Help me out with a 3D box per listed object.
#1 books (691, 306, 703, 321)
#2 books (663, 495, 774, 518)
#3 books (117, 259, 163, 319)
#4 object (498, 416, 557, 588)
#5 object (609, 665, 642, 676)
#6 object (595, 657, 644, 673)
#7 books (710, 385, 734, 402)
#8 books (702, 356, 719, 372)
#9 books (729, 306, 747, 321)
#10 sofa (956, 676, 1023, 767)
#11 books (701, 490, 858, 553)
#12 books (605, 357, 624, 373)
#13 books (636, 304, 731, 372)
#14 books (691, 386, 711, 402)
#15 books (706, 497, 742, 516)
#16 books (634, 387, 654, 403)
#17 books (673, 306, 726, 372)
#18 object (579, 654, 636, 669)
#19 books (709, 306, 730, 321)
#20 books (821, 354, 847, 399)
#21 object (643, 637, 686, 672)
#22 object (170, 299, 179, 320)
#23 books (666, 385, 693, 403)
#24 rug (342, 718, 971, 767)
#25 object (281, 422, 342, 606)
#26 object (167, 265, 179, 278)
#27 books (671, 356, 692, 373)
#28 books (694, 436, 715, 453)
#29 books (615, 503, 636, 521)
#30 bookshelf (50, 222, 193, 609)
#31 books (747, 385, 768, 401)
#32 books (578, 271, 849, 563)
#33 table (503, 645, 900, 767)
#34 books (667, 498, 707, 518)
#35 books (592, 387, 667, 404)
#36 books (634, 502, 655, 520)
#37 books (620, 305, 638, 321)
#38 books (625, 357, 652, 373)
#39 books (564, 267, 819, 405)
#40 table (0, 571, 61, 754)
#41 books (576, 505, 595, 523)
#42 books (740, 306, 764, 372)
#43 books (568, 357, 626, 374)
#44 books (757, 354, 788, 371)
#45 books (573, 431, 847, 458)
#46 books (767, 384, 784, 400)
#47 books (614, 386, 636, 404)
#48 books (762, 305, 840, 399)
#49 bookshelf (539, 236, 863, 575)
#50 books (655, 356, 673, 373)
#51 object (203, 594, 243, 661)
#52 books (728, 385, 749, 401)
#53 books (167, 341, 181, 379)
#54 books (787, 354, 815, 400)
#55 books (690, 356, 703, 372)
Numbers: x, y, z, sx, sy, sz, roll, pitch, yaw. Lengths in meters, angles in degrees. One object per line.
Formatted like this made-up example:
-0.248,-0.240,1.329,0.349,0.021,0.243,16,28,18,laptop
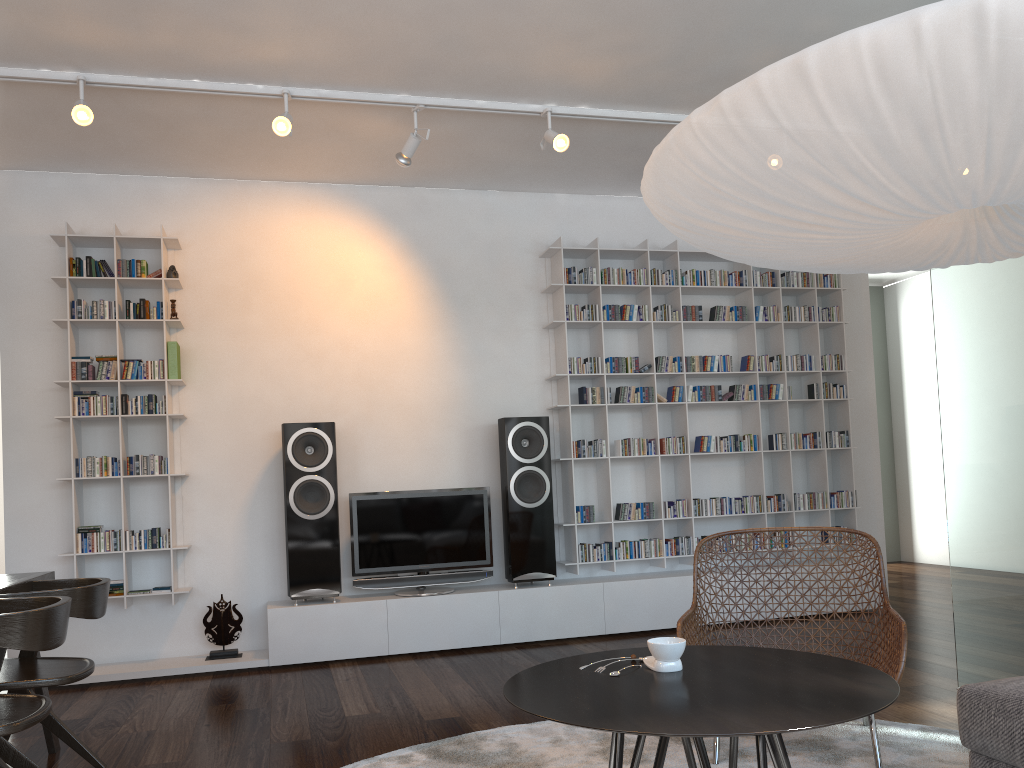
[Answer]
1.178,-0.445,5.706,0.074,0.104,0.090,-2,-4,-15,books
1.315,0.785,5.680,0.764,0.112,0.115,-1,-5,-15,books
-2.035,-0.506,4.859,0.228,0.332,0.108,-2,-3,-15,books
0.076,0.709,5.324,0.295,0.999,0.282,-2,-3,-15,object
0.272,0.677,2.098,0.026,0.010,0.124,-8,-8,41,object
0.266,0.681,2.156,0.164,0.016,0.025,3,-8,-40,object
1.348,0.066,5.724,0.163,0.106,0.090,-1,-4,-15,books
1.269,-0.124,5.713,0.118,0.107,0.090,-1,-4,-15,books
1.462,-0.449,5.783,0.132,0.104,0.100,-1,-5,-17,books
0.780,0.669,0.998,3.065,0.669,2.052,-1,-6,-15,sofa
1.753,0.896,5.791,1.132,0.348,0.115,-1,-3,-15,books
0.627,-0.111,5.541,0.132,0.104,0.100,-1,-5,-17,books
1.097,-0.286,5.678,0.620,0.437,0.101,-1,-3,-16,books
1.202,0.068,5.686,0.132,0.104,0.100,-1,-5,-17,books
1.344,0.784,5.688,0.234,0.112,0.115,-1,-5,-15,books
0.821,0.075,5.583,0.132,0.104,0.100,-1,-5,-17,books
1.192,-0.282,5.703,0.350,0.430,0.101,-2,-3,-16,books
0.238,0.687,2.188,0.168,0.015,0.015,1,-6,-28,object
1.351,-0.448,5.752,0.118,0.107,0.090,-1,-4,-15,books
2.131,-0.045,5.943,0.183,0.299,0.115,-2,-3,-15,books
0.367,0.645,2.120,0.091,0.069,0.140,-2,-6,-3,object
-1.888,-0.406,4.937,0.045,0.139,0.065,-1,-3,-24,object
1.071,0.068,5.649,0.157,0.110,0.090,-1,-4,-15,books
0.525,1.136,2.079,2.838,0.012,2.853,2,-8,-35,rug
-1.133,0.728,4.999,0.295,0.999,0.282,-2,-3,-15,object
-1.899,-0.614,4.949,0.064,0.100,0.060,0,-4,-38,object
1.073,-0.118,5.661,0.139,0.104,0.100,-1,-5,-16,books
1.238,0.388,5.677,0.118,0.107,0.090,-1,-4,-15,books
0.709,0.796,5.513,0.118,0.107,0.090,-1,-4,-15,books
-2.127,0.177,4.841,0.639,2.066,0.228,-2,-3,-15,bookshelf
1.594,0.061,5.791,0.144,0.104,0.099,-1,-5,-17,books
1.286,0.171,5.705,1.951,1.813,0.115,-1,-3,-15,books
0.414,0.896,1.961,0.846,0.470,0.852,-1,-6,-13,table
1.099,0.788,5.621,0.268,0.112,0.100,-1,-5,-16,books
0.732,0.075,5.558,0.503,0.105,0.090,-1,-4,-15,books
0.820,0.795,5.544,0.132,0.104,0.100,-1,-5,-17,books
0.731,-0.440,5.585,0.118,0.107,0.090,-1,-4,-15,books
0.796,-0.113,5.585,0.163,0.106,0.090,-1,-4,-15,books
1.166,-0.306,5.698,1.752,0.855,0.115,-1,-3,-15,books
-1.969,0.920,2.087,1.106,0.676,2.516,-1,-6,-15,table
0.437,0.802,5.441,0.132,0.104,0.100,-1,-5,-17,books
1.575,-0.291,5.804,0.156,0.430,0.090,-2,-3,-15,books
0.517,-0.109,5.512,0.383,0.104,0.102,-1,-5,-15,books
1.695,-0.131,5.829,0.232,0.112,0.102,-1,-5,-15,books
1.286,0.388,5.693,1.923,0.114,0.115,-1,-5,-15,books
1.719,0.057,5.824,0.118,0.107,0.090,-1,-4,-15,books
0.710,0.072,5.552,0.118,0.107,0.090,-1,-4,-15,books
1.931,-0.204,5.898,0.568,0.624,0.115,-2,-3,-15,books
1.252,0.122,5.750,2.084,2.066,0.228,-1,-3,-15,bookshelf
0.959,-0.118,5.629,0.118,0.107,0.090,-1,-4,-15,books
-1.596,1.335,4.887,0.212,0.349,0.122,-2,-3,-15,object
1.476,0.062,5.758,0.118,0.107,0.090,-1,-4,-15,books
-1.882,-0.117,4.928,0.049,0.213,0.166,-2,-4,-15,books
1.893,-0.041,5.879,0.230,0.299,0.115,-2,-3,-15,books
1.176,-0.121,5.688,0.074,0.108,0.090,-2,-4,-15,books
